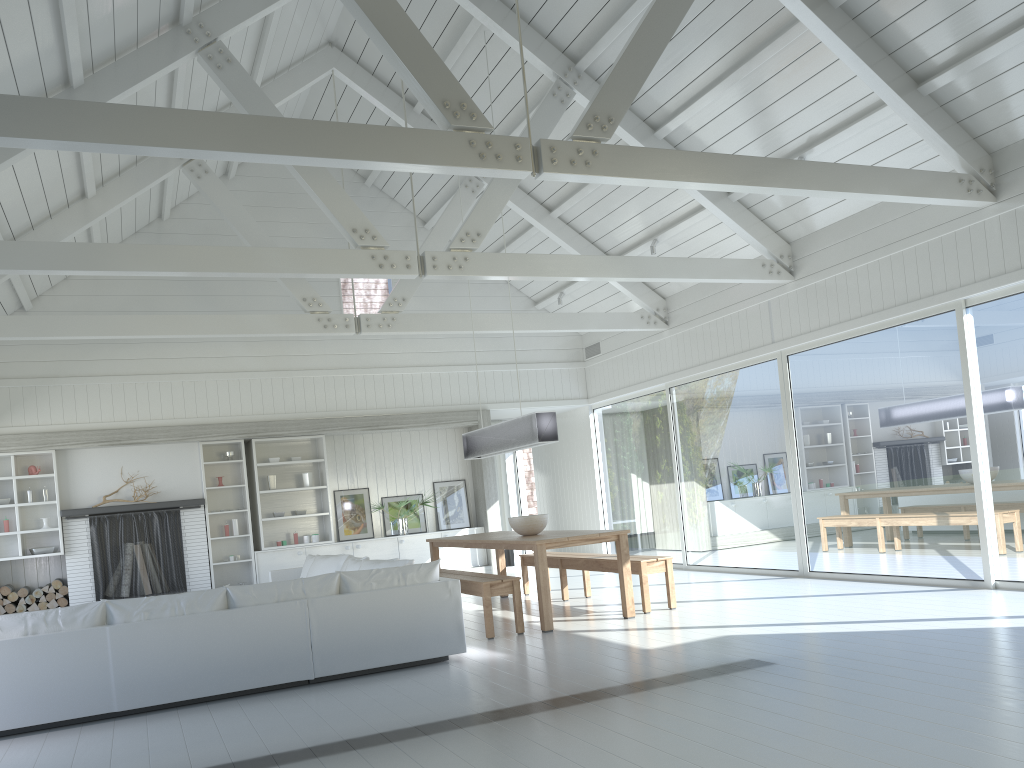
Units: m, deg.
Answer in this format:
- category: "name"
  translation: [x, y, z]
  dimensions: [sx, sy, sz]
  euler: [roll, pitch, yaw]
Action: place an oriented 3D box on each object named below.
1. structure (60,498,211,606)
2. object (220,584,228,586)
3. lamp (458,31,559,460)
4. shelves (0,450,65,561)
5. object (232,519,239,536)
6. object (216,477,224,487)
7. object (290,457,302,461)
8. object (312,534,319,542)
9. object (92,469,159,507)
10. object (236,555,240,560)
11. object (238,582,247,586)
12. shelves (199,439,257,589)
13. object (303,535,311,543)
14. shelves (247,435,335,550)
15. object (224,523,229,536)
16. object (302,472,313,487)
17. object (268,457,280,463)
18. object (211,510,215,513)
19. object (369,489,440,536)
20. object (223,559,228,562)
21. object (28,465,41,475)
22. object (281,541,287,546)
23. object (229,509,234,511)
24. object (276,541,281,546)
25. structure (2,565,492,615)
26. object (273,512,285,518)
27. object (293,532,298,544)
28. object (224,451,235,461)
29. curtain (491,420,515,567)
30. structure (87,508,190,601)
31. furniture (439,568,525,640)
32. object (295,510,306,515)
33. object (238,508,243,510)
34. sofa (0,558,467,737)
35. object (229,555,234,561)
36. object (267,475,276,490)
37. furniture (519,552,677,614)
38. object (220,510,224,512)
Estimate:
- category: "structure"
  translation: [-4.666, 2.154, 11.028]
  dimensions: [1.612, 1.283, 0.865]
  euler: [-3, -4, -24]
- category: "object"
  translation: [-3.676, 2.640, 11.293]
  dimensions: [0.137, 0.130, 0.137]
  euler: [-7, -5, 19]
- category: "lamp"
  translation: [-0.252, -1.434, 8.767]
  dimensions: [0.199, 4.232, 1.919]
  euler: [-5, -2, -24]
- category: "shelves"
  translation: [-5.826, 1.448, 10.447]
  dimensions: [0.863, 1.236, 0.552]
  euler: [-4, -3, -24]
- category: "object"
  translation: [-3.574, 1.851, 11.387]
  dimensions: [0.072, 0.210, 0.072]
  euler: [-5, -2, -24]
- category: "object"
  translation: [-3.752, 1.261, 11.345]
  dimensions: [0.137, 0.130, 0.137]
  euler: [-7, -5, 19]
- category: "object"
  translation: [-2.913, 1.022, 11.875]
  dimensions: [0.140, 0.066, 0.142]
  euler: [-3, -7, -24]
- category: "object"
  translation: [-2.622, 2.054, 11.755]
  dimensions: [0.085, 0.111, 0.085]
  euler: [-6, -4, 11]
- category: "object"
  translation: [-4.627, 1.228, 10.708]
  dimensions: [0.460, 0.501, 0.782]
  euler: [-8, -6, 36]
- category: "object"
  translation: [-3.541, 2.245, 11.379]
  dimensions: [0.058, 0.061, 0.058]
  euler: [-4, -5, -24]
- category: "object"
  translation: [-3.476, 2.632, 11.380]
  dimensions: [0.137, 0.130, 0.137]
  euler: [-7, -5, 19]
- category: "shelves"
  translation: [-3.719, 1.762, 11.481]
  dimensions: [0.539, 1.995, 0.609]
  euler: [-5, -2, -24]
- category: "object"
  translation: [-2.734, 2.076, 11.780]
  dimensions: [0.092, 0.095, 0.090]
  euler: [-6, -4, 10]
- category: "shelves"
  translation: [-2.975, 1.457, 11.822]
  dimensions: [0.936, 1.439, 0.609]
  euler: [-4, -2, -24]
- category: "object"
  translation: [-3.672, 1.862, 11.346]
  dimensions: [0.054, 0.196, 0.054]
  euler: [-5, -2, -25]
- category: "object"
  translation: [-2.728, 1.285, 11.783]
  dimensions: [0.103, 0.196, 0.102]
  euler: [-6, -3, 21]
- category: "object"
  translation: [-3.139, 1.011, 11.622]
  dimensions: [0.140, 0.066, 0.142]
  euler: [-3, -7, -24]
- category: "object"
  translation: [-3.808, 1.625, 11.223]
  dimensions: [0.054, 0.025, 0.055]
  euler: [-3, -7, -24]
- category: "object"
  translation: [-1.441, 1.758, 12.110]
  dimensions: [0.968, 0.627, 0.627]
  euler: [-3, -5, -26]
- category: "object"
  translation: [-3.678, 2.269, 11.320]
  dimensions: [0.054, 0.025, 0.055]
  euler: [-3, -7, -24]
- category: "object"
  translation: [-5.653, 1.022, 10.419]
  dimensions: [0.232, 0.126, 0.059]
  euler: [-8, -3, 21]
- category: "object"
  translation: [-3.008, 2.099, 11.630]
  dimensions: [0.058, 0.061, 0.058]
  euler: [-9, -6, 44]
- category: "object"
  translation: [-3.635, 1.633, 11.417]
  dimensions: [0.054, 0.025, 0.055]
  euler: [-3, -7, -24]
- category: "object"
  translation: [-3.061, 2.092, 11.578]
  dimensions: [0.054, 0.071, 0.055]
  euler: [-2, -5, -45]
- category: "structure"
  translation: [-3.469, 2.817, 11.832]
  dimensions: [6.332, 0.345, 1.898]
  euler: [-2, -8, -24]
- category: "object"
  translation: [-3.070, 1.720, 11.608]
  dimensions: [0.140, 0.066, 0.142]
  euler: [-3, -7, -24]
- category: "object"
  translation: [-2.866, 2.025, 11.684]
  dimensions: [0.054, 0.196, 0.054]
  euler: [-5, -2, -25]
- category: "object"
  translation: [-3.645, 0.937, 11.382]
  dimensions: [0.161, 0.124, 0.162]
  euler: [-6, -5, 9]
- category: "curtain"
  translation: [-0.492, 1.758, 13.968]
  dimensions: [1.003, 2.364, 0.117]
  euler: [-5, -1, -23]
- category: "structure"
  translation: [-4.527, 2.076, 10.703]
  dimensions: [1.094, 1.060, 0.117]
  euler: [-4, -2, -24]
- category: "furniture"
  translation: [-0.585, 2.053, 8.459]
  dimensions: [0.339, 0.469, 2.704]
  euler: [-4, -7, -24]
- category: "object"
  translation: [-2.844, 1.731, 11.861]
  dimensions: [0.140, 0.066, 0.142]
  euler: [-3, -7, -24]
- category: "object"
  translation: [-3.548, 1.637, 11.514]
  dimensions: [0.054, 0.025, 0.055]
  euler: [-3, -7, -24]
- category: "sofa"
  translation: [-2.750, 1.997, 7.528]
  dimensions: [3.467, 0.735, 4.169]
  euler: [-2, -8, -24]
- category: "object"
  translation: [-3.609, 2.242, 11.352]
  dimensions: [0.054, 0.071, 0.055]
  euler: [-4, -4, -24]
- category: "object"
  translation: [-3.157, 1.302, 11.596]
  dimensions: [0.102, 0.196, 0.103]
  euler: [-4, -3, -24]
- category: "furniture"
  translation: [0.784, 1.998, 9.055]
  dimensions: [0.339, 0.469, 2.704]
  euler: [-4, -7, -24]
- category: "object"
  translation: [-3.721, 1.629, 11.320]
  dimensions: [0.054, 0.025, 0.055]
  euler: [-3, -7, -24]
